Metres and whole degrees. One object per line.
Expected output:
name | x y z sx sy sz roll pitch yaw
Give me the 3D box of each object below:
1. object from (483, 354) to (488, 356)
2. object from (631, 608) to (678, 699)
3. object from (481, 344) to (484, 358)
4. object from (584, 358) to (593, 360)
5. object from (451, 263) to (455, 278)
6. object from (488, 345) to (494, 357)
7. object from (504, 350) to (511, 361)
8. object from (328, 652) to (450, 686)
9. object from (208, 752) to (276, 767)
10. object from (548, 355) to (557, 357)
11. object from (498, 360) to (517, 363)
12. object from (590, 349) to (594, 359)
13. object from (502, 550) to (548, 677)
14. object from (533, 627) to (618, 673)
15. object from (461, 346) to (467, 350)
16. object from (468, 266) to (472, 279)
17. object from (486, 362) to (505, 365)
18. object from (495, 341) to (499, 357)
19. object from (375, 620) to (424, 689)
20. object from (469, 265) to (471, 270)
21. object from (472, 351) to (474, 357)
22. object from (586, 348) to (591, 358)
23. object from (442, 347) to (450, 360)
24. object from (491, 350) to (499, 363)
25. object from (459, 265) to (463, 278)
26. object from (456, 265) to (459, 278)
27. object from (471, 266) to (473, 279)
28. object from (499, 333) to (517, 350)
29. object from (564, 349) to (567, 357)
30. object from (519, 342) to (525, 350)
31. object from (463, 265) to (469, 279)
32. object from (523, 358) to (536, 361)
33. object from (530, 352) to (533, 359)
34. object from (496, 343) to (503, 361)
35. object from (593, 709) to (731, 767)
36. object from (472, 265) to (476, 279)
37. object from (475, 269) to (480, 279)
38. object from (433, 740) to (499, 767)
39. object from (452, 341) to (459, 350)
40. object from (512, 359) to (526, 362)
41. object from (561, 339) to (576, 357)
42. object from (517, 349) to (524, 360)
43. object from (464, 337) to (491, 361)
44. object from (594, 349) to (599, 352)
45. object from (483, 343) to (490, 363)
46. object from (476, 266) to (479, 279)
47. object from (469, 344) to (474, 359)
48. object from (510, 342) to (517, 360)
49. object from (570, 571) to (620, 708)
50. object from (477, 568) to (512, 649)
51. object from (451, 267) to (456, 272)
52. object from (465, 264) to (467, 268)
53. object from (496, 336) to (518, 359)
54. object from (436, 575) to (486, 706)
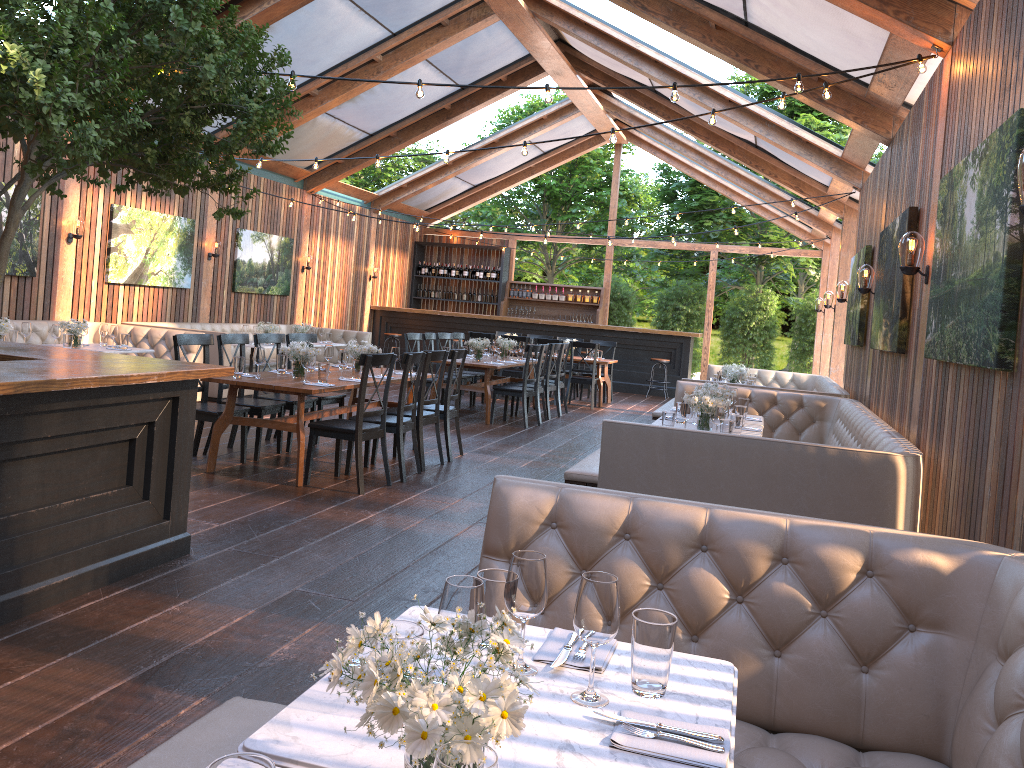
object | -0.326 -0.424 12.961 0.255 0.019 0.157 6 5 17
object | 0.283 0.548 1.796 0.092 0.158 0.092 5 2 3
object | -0.401 -0.486 12.269 0.092 0.244 0.092 4 2 -31
object | 1.224 -0.400 14.210 0.158 0.019 0.255 6 5 16
object | -1.345 -2.611 20.353 0.087 0.334 0.087 5 1 -4
object | -0.304 -0.477 12.776 0.092 0.158 0.091 6 3 43
object | -0.068 -0.378 11.852 0.092 0.158 0.091 6 3 43
object | -0.223 0.579 1.766 0.255 0.019 0.157 6 5 17
object | -0.297 0.529 0.939 0.092 0.244 0.092 4 2 -26
object | 0.662 -0.460 14.371 0.158 0.019 0.255 6 5 16
object | -0.072 -0.295 11.687 0.255 0.019 0.157 6 5 17
object | 1.340 -0.545 14.702 0.092 0.244 0.092 4 2 -31
object | 0.026 0.479 1.855 0.092 0.244 0.092 4 2 -26
object | 0.141 0.592 1.968 0.158 0.019 0.255 6 5 16
object | -0.640 -0.416 11.717 0.092 0.158 0.091 6 3 43
object | -0.953 -2.555 20.251 0.075 0.302 0.075 5 1 -1
object | -0.229 -0.261 11.110 0.255 0.019 0.157 6 5 17
object | -0.209 -0.517 12.833 0.092 0.244 0.092 4 2 -31
object | -0.212 0.523 1.609 0.092 0.158 0.092 5 2 3
object | -0.975 -2.583 20.424 0.081 0.323 0.081 5 1 -5
object | -0.510 -0.447 12.217 0.092 0.158 0.091 6 3 43
object | 1.281 -0.516 14.821 0.092 0.158 0.091 6 3 43
object | -0.839 -0.386 11.160 0.091 0.158 0.092 3 2 -37
object | -0.222 -0.345 11.285 0.091 0.158 0.092 4 2 -27
object | -1.173 -2.581 20.295 0.077 0.309 0.077 5 1 -5
object | -1.246 -2.594 20.364 0.078 0.312 0.078 5 1 11
object | -0.927 -2.563 20.351 0.077 0.306 0.077 5 1 33
object | -0.042 -0.711 14.932 0.335 0.309 0.330 4 3 -19
object | 0.845 -0.514 14.360 0.092 0.158 0.091 6 3 43
object | 0.142 -0.492 12.878 0.092 0.244 0.092 4 2 -31
object | -1.052 -2.574 20.312 0.136 0.315 0.137 4 2 -22
object | 0.249 -0.359 12.752 0.255 0.019 0.157 6 5 17
object | 0.261 -0.441 12.907 0.092 0.158 0.091 6 3 43
object | -0.167 -0.426 11.814 0.092 0.244 0.092 4 2 -31
object | 0.267 0.633 1.607 0.255 0.019 0.157 6 5 17
object | -0.864 -2.557 20.225 0.081 0.323 0.081 5 1 -5
object | -0.808 -2.556 20.339 0.136 0.315 0.137 4 2 -22
object | -0.061 0.543 1.007 0.092 0.244 0.092 4 2 -26
object | -0.715 -0.423 11.211 0.092 0.244 0.092 4 2 -26
object | 0.112 -0.323 12.179 0.255 0.019 0.157 6 5 17
object | 0.959 -0.602 14.618 0.328 0.309 0.337 2 4 -41
object | 0.116 -0.406 12.344 0.092 0.158 0.091 6 3 43
object | -0.442 -0.464 11.573 0.335 0.309 0.330 2 4 -39
object | 1.362 -0.510 14.311 0.092 0.244 0.092 4 2 -31
object | -0.326 -0.392 11.230 0.092 0.244 0.092 4 2 -26
object | -0.783 -2.537 20.176 0.077 0.306 0.077 5 1 33
object | -0.528 -0.454 11.770 0.092 0.244 0.092 4 2 -31
object | 0.017 -0.454 12.306 0.092 0.244 0.092 4 2 -31
object | 0.163 0.500 1.741 0.092 0.244 0.092 4 2 -26
object | -0.039 0.506 1.985 0.092 0.158 0.092 5 2 3
object | -1.374 -2.615 20.483 0.136 0.315 0.137 4 2 -22
object | -1.072 -2.596 20.440 0.087 0.334 0.087 5 1 -4
object | -0.098 -0.518 12.568 0.328 0.309 0.337 4 3 -17
object | -0.098 0.487 1.643 0.092 0.244 0.092 4 2 -26
